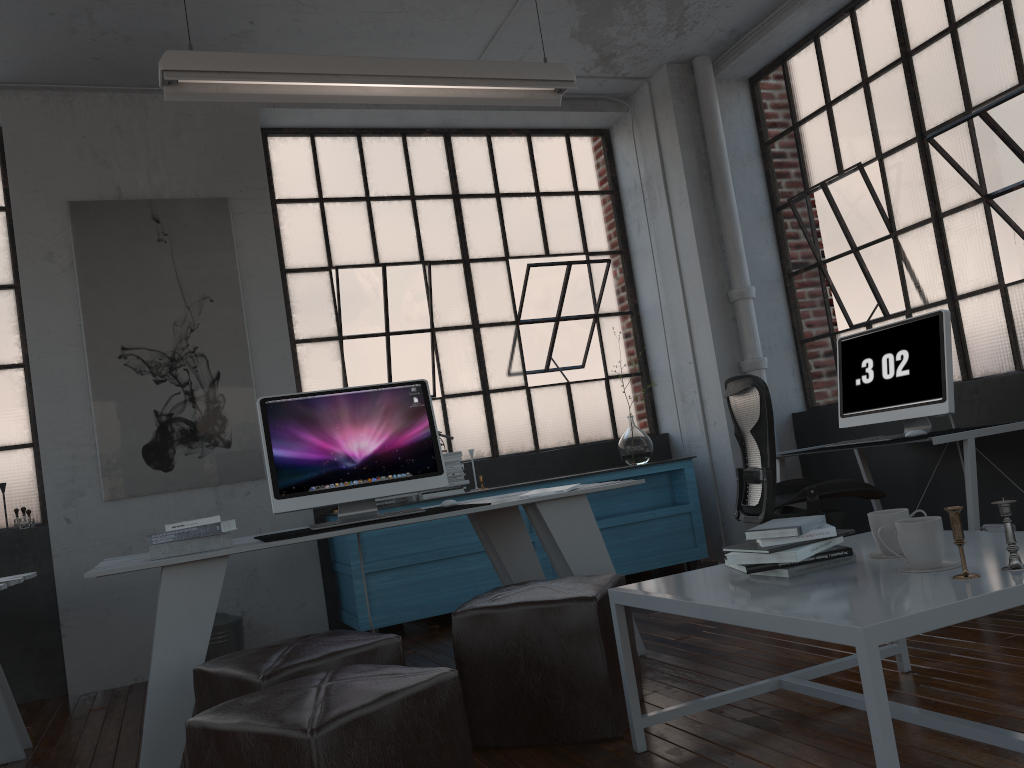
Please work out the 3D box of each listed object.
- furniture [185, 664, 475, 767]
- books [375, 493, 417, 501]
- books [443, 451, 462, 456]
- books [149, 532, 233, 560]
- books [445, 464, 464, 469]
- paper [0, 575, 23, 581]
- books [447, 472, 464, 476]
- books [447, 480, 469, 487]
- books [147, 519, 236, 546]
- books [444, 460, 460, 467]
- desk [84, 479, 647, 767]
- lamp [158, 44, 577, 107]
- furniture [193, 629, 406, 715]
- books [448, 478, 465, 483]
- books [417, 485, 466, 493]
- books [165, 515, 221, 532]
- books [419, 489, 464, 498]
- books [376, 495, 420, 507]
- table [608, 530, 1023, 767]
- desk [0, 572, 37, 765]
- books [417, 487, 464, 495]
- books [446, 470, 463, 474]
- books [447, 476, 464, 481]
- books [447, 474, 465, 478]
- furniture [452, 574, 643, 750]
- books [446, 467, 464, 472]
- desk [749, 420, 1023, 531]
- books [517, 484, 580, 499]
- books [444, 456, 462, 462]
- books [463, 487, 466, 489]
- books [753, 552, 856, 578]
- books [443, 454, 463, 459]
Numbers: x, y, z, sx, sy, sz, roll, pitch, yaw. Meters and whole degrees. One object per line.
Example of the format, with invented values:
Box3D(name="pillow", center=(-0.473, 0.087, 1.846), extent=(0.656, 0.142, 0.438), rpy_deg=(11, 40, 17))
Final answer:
Box3D(name="furniture", center=(-0.390, 0.879, 1.961), extent=(0.472, 0.430, 0.470), rpy_deg=(-12, -6, 36))
Box3D(name="books", center=(-0.686, 0.645, 5.066), extent=(0.241, 0.023, 0.192), rpy_deg=(-6, -6, -24))
Box3D(name="books", center=(-0.470, 0.443, 5.410), extent=(0.288, 0.016, 0.183), rpy_deg=(-7, -6, -22))
Box3D(name="books", center=(-1.156, 0.582, 3.192), extent=(0.271, 0.050, 0.201), rpy_deg=(-7, -6, -22))
Box3D(name="books", center=(-0.459, 0.524, 5.434), extent=(0.288, 0.016, 0.183), rpy_deg=(-7, -6, -22))
Box3D(name="paper", center=(-1.936, 0.696, 2.973), extent=(0.428, 0.001, 0.486), rpy_deg=(-8, -6, -12))
Box3D(name="books", center=(-0.454, 0.566, 5.413), extent=(0.285, 0.012, 0.160), rpy_deg=(-7, -6, -22))
Box3D(name="books", center=(-0.443, 0.624, 5.411), extent=(0.330, 0.025, 0.176), rpy_deg=(-7, -6, -22))
Box3D(name="books", center=(-1.142, 0.531, 3.179), extent=(0.257, 0.044, 0.193), rpy_deg=(-9, -5, -2))
Box3D(name="books", center=(-0.483, 0.505, 5.426), extent=(0.295, 0.028, 0.180), rpy_deg=(-7, -6, -22))
Box3D(name="desk", center=(-0.556, 0.914, 3.686), extent=(2.074, 0.703, 1.078), rpy_deg=(-7, -5, -22))
Box3D(name="lamp", center=(-0.588, -1.400, 3.986), extent=(1.875, 0.205, 0.203), rpy_deg=(-7, -5, -22))
Box3D(name="furniture", center=(-0.592, 0.961, 2.537), extent=(0.479, 0.438, 0.482), rpy_deg=(-4, -6, -43))
Box3D(name="books", center=(-0.434, 0.605, 5.417), extent=(0.254, 0.013, 0.161), rpy_deg=(-7, -6, -22))
Box3D(name="books", center=(-0.439, 0.642, 5.399), extent=(0.285, 0.012, 0.160), rpy_deg=(-7, -6, -22))
Box3D(name="books", center=(-1.151, 0.502, 3.196), extent=(0.184, 0.030, 0.153), rpy_deg=(-7, -6, -22))
Box3D(name="books", center=(-0.429, 0.638, 5.172), extent=(0.248, 0.014, 0.188), rpy_deg=(-6, -6, -24))
Box3D(name="books", center=(-0.677, 0.672, 5.074), extent=(0.258, 0.032, 0.192), rpy_deg=(-7, -6, -20))
Box3D(name="table", center=(0.932, 0.667, 2.188), extent=(0.990, 0.444, 0.975), rpy_deg=(-7, -6, -22))
Box3D(name="desk", center=(-2.689, 1.156, 2.813), extent=(2.054, 0.696, 1.068), rpy_deg=(-7, -5, -22))
Box3D(name="books", center=(-0.431, 0.627, 5.180), extent=(0.251, 0.012, 0.203), rpy_deg=(-7, -6, -21))
Box3D(name="books", center=(-0.444, 0.552, 5.412), extent=(0.254, 0.012, 0.161), rpy_deg=(-7, -6, -22))
Box3D(name="books", center=(-0.457, 0.596, 5.425), extent=(0.288, 0.016, 0.183), rpy_deg=(-7, -6, -22))
Box3D(name="books", center=(-0.429, 0.575, 5.413), extent=(0.256, 0.013, 0.161), rpy_deg=(-7, -6, -22))
Box3D(name="furniture", center=(0.125, 0.869, 2.834), extent=(0.503, 0.460, 0.504), rpy_deg=(-10, -5, 16))
Box3D(name="books", center=(-0.443, 0.538, 5.424), extent=(0.262, 0.017, 0.168), rpy_deg=(-7, -6, -22))
Box3D(name="desk", center=(1.938, 0.593, 4.265), extent=(0.932, 0.687, 1.230), rpy_deg=(-7, -5, -22))
Box3D(name="books", center=(0.155, 0.440, 3.642), extent=(0.205, 0.019, 0.243), rpy_deg=(-10, -6, 18))
Box3D(name="books", center=(-0.462, 0.478, 5.421), extent=(0.273, 0.021, 0.174), rpy_deg=(-7, -6, -22))
Box3D(name="books", center=(-0.424, 0.654, 5.408), extent=(0.254, 0.012, 0.161), rpy_deg=(-7, -6, -22))
Box3D(name="books", center=(0.753, 0.470, 2.314), extent=(0.217, 0.028, 0.172), rpy_deg=(-7, -6, -22))
Box3D(name="books", center=(-0.466, 0.459, 5.421), extent=(0.288, 0.016, 0.183), rpy_deg=(-7, -6, -22))
